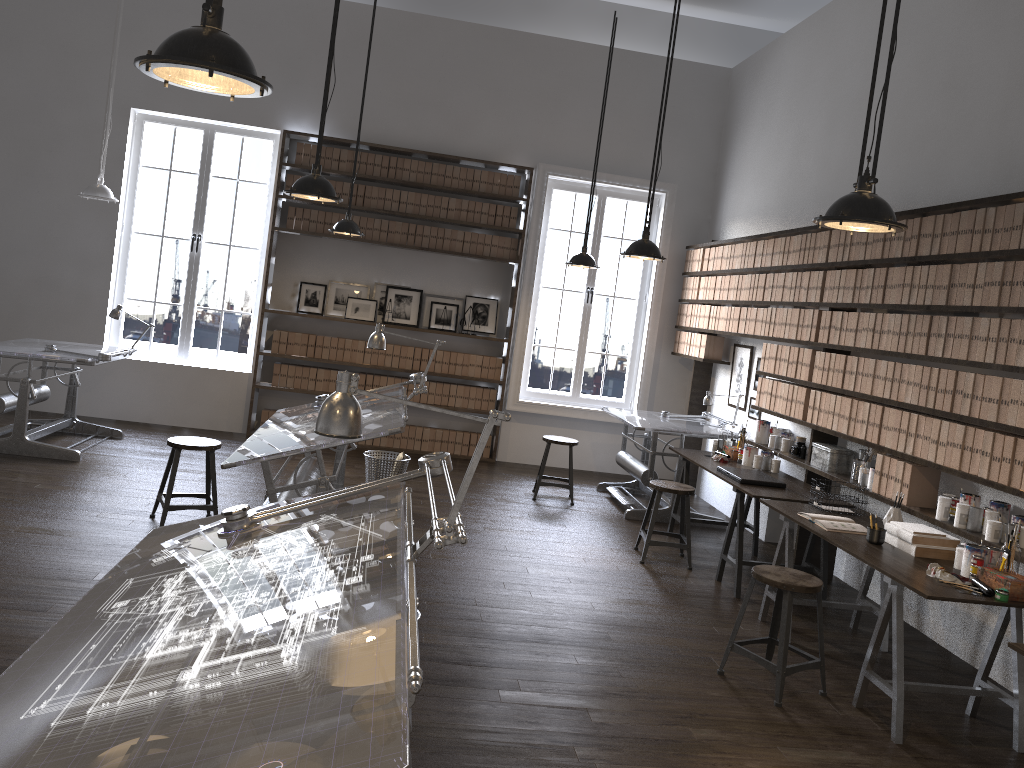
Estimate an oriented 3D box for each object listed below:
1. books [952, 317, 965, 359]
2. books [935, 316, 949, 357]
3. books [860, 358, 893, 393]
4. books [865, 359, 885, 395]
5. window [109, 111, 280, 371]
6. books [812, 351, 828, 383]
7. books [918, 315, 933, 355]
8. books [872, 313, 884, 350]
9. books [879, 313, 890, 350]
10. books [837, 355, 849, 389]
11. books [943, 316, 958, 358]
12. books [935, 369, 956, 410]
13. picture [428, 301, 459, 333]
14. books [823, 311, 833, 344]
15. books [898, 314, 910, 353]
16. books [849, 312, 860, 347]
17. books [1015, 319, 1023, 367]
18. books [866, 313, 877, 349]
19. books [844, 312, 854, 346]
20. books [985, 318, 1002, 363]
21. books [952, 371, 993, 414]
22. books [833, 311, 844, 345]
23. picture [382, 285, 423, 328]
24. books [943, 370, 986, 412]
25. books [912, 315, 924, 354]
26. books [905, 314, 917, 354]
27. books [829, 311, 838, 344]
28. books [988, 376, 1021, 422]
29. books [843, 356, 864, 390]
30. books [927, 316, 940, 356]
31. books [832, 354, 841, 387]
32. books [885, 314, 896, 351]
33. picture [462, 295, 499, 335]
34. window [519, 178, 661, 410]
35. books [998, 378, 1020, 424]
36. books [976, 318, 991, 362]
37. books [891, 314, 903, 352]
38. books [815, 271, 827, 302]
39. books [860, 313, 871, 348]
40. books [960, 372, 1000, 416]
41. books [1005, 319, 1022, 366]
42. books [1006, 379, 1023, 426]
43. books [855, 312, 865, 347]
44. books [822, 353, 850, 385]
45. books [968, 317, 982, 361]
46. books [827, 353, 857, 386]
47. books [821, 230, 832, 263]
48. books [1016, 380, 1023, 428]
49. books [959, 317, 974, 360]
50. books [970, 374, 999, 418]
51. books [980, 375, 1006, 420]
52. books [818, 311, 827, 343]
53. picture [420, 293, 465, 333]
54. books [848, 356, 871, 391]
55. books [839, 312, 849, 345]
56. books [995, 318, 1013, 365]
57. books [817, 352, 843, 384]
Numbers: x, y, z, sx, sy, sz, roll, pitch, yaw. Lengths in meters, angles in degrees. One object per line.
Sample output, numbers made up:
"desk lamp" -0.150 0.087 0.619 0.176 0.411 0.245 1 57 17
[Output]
"books" 2.370 -0.223 4.546 0.174 0.225 0.067 7 2 -8
"books" 2.348 -0.238 4.686 0.174 0.225 0.067 7 2 -7
"books" 2.230 -0.035 5.388 0.174 0.225 0.067 7 2 -8
"books" 2.232 -0.028 5.321 0.174 0.225 0.067 7 2 -7
"window" -3.122 -1.368 8.767 1.481 2.493 0.153 7 2 -7
"books" 2.148 -0.100 6.018 0.174 0.225 0.067 7 2 -8
"books" 2.330 -0.253 4.831 0.174 0.225 0.067 7 2 -8
"books" 2.273 -0.302 5.314 0.174 0.225 0.067 7 2 -7
"books" 2.284 -0.295 5.245 0.174 0.225 0.067 7 2 -7
"books" 2.189 -0.065 5.673 0.174 0.225 0.067 7 2 -8
"books" 2.361 -0.230 4.617 0.174 0.225 0.067 7 2 -8
"books" 2.325 0.044 4.632 0.174 0.225 0.067 7 2 -8
"picture" -0.698 -0.684 9.046 0.289 0.290 0.127 7 2 -8
"books" 2.191 -0.367 5.936 0.174 0.225 0.067 7 2 -7
"books" 2.303 -0.274 5.032 0.174 0.225 0.067 7 2 -7
"books" 2.234 -0.331 5.584 0.174 0.225 0.067 7 2 -8
"books" 2.427 -0.174 4.071 0.174 0.225 0.067 7 2 -7
"books" 2.261 -0.310 5.383 0.174 0.225 0.067 7 2 -8
"books" 2.232 -0.337 5.651 0.174 0.225 0.067 7 2 -7
"books" 2.399 -0.196 4.279 0.174 0.225 0.067 7 2 -7
"books" 2.344 0.059 4.484 0.174 0.225 0.067 7 2 -8
"books" 2.210 -0.352 5.791 0.174 0.225 0.067 7 2 -8
"picture" -1.110 -0.784 8.981 0.373 0.390 0.149 7 2 -8
"books" 2.329 0.050 4.558 0.174 0.225 0.067 7 2 -7
"books" 2.326 -0.260 4.905 0.174 0.225 0.067 7 2 -7
"books" 2.315 -0.267 4.970 0.174 0.225 0.067 7 2 -8
"books" 2.206 -0.359 5.862 0.174 0.225 0.067 7 2 -8
"books" 2.372 0.087 4.205 0.174 0.225 0.067 7 2 -8
"books" 2.204 -0.056 5.599 0.174 0.225 0.067 7 2 -7
"books" 2.344 -0.245 4.757 0.174 0.225 0.067 7 2 -7
"books" 2.185 -0.072 5.747 0.174 0.225 0.067 7 2 -7
"books" 2.289 -0.288 5.176 0.174 0.225 0.067 7 2 -8
"picture" -0.324 -0.709 9.105 0.343 0.364 0.161 7 2 -8
"window" 0.793 -0.894 9.161 1.243 2.305 0.153 7 2 -7
"books" 2.385 0.094 4.140 0.174 0.225 0.067 7 2 -7
"books" 2.392 -0.203 4.351 0.174 0.225 0.067 7 2 -8
"books" 2.294 -0.281 5.103 0.174 0.225 0.067 7 2 -8
"books" 2.204 -0.658 6.115 0.174 0.225 0.067 7 2 -8
"books" 2.253 -0.317 5.456 0.174 0.225 0.067 7 2 -7
"books" 2.348 0.066 4.413 0.174 0.225 0.067 7 2 -8
"books" 2.422 -0.181 4.141 0.174 0.225 0.067 7 2 -8
"books" 2.391 0.100 4.077 0.174 0.225 0.067 7 2 -7
"books" 2.247 -0.323 5.518 0.174 0.225 0.067 7 2 -7
"books" 2.163 -0.086 5.874 0.174 0.225 0.067 7 2 -7
"books" 2.386 -0.209 4.413 0.174 0.225 0.067 7 2 -8
"books" 2.175 -0.079 5.812 0.174 0.225 0.067 7 2 -8
"books" 2.239 -0.932 6.098 0.174 0.225 0.067 7 2 -7
"books" 2.397 0.107 4.011 0.174 0.225 0.067 7 2 -8
"books" 2.373 -0.217 4.479 0.174 0.225 0.067 7 2 -7
"books" 2.361 0.073 4.343 0.174 0.225 0.067 7 2 -7
"books" 2.369 0.081 4.273 0.174 0.225 0.067 7 2 -7
"books" 2.187 -0.374 6.010 0.174 0.225 0.067 7 2 -8
"picture" -0.711 -0.724 9.084 0.433 0.360 0.095 7 2 -7
"books" 2.208 -0.050 5.528 0.174 0.225 0.067 7 2 -7
"books" 2.223 -0.344 5.722 0.174 0.225 0.067 7 2 -7
"books" 2.411 -0.188 4.209 0.174 0.225 0.067 7 2 -8
"books" 2.154 -0.093 5.945 0.174 0.225 0.067 7 2 -8
